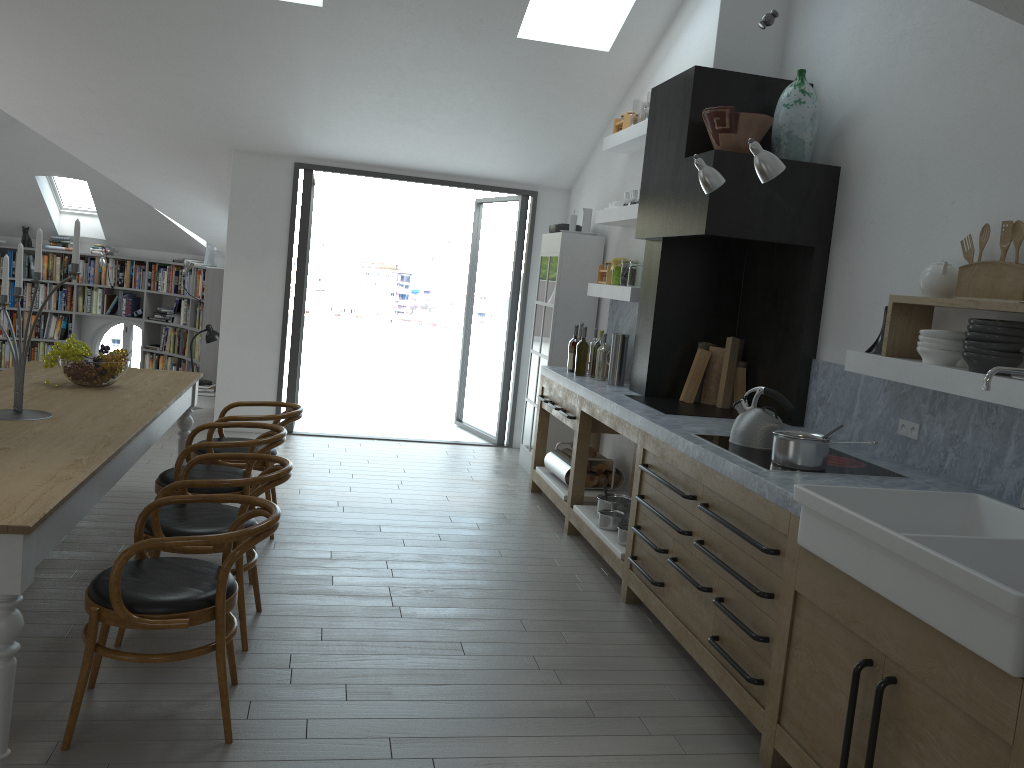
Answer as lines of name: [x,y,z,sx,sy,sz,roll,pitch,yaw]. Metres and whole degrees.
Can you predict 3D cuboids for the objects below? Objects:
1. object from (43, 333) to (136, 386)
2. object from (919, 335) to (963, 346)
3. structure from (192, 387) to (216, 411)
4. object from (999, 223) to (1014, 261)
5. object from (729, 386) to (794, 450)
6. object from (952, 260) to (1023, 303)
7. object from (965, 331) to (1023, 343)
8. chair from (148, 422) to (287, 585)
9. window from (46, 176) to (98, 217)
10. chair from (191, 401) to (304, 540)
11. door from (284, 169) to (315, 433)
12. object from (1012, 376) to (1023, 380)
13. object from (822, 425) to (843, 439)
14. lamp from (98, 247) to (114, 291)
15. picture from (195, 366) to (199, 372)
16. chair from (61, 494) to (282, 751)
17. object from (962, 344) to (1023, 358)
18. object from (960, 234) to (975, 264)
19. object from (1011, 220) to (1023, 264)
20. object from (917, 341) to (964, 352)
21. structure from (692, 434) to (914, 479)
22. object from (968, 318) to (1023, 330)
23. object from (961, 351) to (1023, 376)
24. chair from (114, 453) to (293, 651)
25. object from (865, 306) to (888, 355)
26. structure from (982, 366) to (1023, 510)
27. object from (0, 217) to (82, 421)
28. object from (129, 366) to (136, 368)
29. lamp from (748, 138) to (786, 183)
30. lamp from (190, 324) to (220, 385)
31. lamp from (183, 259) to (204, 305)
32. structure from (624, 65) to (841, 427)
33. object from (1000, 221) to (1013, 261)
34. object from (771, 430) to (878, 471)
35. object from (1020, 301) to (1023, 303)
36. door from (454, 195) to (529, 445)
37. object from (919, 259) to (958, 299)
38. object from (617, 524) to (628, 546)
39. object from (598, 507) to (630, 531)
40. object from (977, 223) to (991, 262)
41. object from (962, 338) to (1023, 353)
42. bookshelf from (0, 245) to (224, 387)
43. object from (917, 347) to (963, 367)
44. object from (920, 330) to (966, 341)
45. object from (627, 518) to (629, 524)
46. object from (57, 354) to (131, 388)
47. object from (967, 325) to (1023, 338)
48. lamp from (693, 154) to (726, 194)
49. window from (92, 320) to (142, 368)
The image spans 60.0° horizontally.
object: [-2.265,-0.127,4.757,0.293,0.283,0.394,11,8,42]
object: [1.739,-0.154,3.586,0.181,0.069,0.181,6,7,5]
structure: [-5.351,0.280,9.528,4.719,0.691,4.713,10,8,33]
object: [1.859,-0.466,3.367,0.040,0.298,0.061,4,5,-14]
object: [1.120,0.143,4.001,0.246,0.267,0.247,5,6,-2]
object: [1.842,-0.389,3.373,0.084,0.157,0.355,5,7,-12]
object: [1.799,-0.149,3.306,0.205,0.072,0.206,3,7,-24]
chair: [-1.468,0.572,4.426,0.621,0.733,0.529,4,6,-15]
window: [-5.373,-2.420,10.642,4.053,0.711,1.939,4,7,-12]
chair: [-1.553,0.477,5.145,0.621,0.733,0.529,4,6,-12]
door: [-2.007,-0.797,8.404,0.080,2.340,1.055,5,6,-12]
object: [1.851,-0.010,3.118,0.164,0.012,0.164,6,7,5]
object: [1.233,0.240,3.623,0.235,0.166,0.051,4,6,-17]
lamp: [-5.178,-1.464,11.318,0.113,0.565,0.359,5,6,-5]
picture: [-3.754,0.248,10.403,0.090,0.861,0.580,4,6,-22]
chair: [-1.132,0.777,3.023,0.621,0.733,0.529,4,6,-15]
object: [1.793,-0.100,3.314,0.206,0.086,0.205,9,7,25]
object: [1.825,-0.471,3.520,0.016,0.258,0.200,6,6,-2]
object: [1.862,-0.453,3.268,0.039,0.297,0.068,5,5,-12]
object: [1.737,-0.131,3.590,0.181,0.065,0.181,9,7,25]
structure: [1.221,0.326,3.842,0.647,0.041,0.740,4,7,-12]
object: [1.810,-0.201,3.301,0.205,0.080,0.206,5,7,-10]
object: [1.791,-0.074,3.316,0.205,0.072,0.206,3,7,-24]
chair: [-1.266,0.678,3.730,0.621,0.733,0.529,5,6,-9]
object: [1.682,-0.241,3.980,0.156,0.218,0.156,2,7,-31]
structure: [1.643,0.222,2.784,0.332,0.528,0.215,2,6,-31]
object: [-2.063,-0.283,3.761,0.265,0.873,0.777,2,7,-38]
object: [-3.709,0.103,8.575,0.320,0.561,0.321,1,7,-39]
lamp: [1.041,-0.911,3.632,0.168,0.176,0.113,4,6,-20]
lamp: [-3.352,-0.328,9.690,0.322,0.658,0.234,6,5,3]
lamp: [-3.753,-1.199,10.481,0.275,0.524,0.113,4,6,-21]
structure: [1.202,-0.800,5.117,0.780,1.879,1.079,5,6,-12]
object: [1.847,-0.462,3.330,0.019,0.298,0.057,5,5,-12]
object: [1.214,0.274,3.541,0.232,0.170,0.396,2,8,-32]
object: [1.875,-0.278,3.108,0.164,0.012,0.164,6,7,5]
door: [-0.224,-0.662,8.757,0.080,2.340,1.055,3,6,-27]
object: [1.773,-0.437,3.672,0.174,0.168,0.168,2,7,-28]
object: [0.704,0.830,4.869,0.260,0.112,0.154,4,6,-13]
object: [0.623,0.787,5.160,0.260,0.112,0.154,3,7,-23]
object: [1.836,-0.483,3.483,0.027,0.298,0.055,5,5,-12]
object: [1.791,-0.128,3.307,0.206,0.086,0.205,10,8,30]
bookshelf: [-5.548,-0.668,10.801,4.330,1.875,2.116,4,6,-12]
object: [1.734,-0.109,3.592,0.181,0.063,0.181,7,7,10]
object: [1.743,-0.182,3.582,0.181,0.076,0.181,9,7,25]
object: [0.890,0.810,5.174,0.508,0.052,0.264,1,8,-35]
object: [-2.244,-0.061,4.754,0.360,0.159,0.361,2,8,-32]
object: [1.805,-0.173,3.301,0.206,0.083,0.205,8,7,15]
lamp: [0.930,-0.987,4.196,0.164,0.178,0.116,6,6,6]
window: [-6.260,-0.406,11.564,3.229,1.148,0.619,2,6,-26]
